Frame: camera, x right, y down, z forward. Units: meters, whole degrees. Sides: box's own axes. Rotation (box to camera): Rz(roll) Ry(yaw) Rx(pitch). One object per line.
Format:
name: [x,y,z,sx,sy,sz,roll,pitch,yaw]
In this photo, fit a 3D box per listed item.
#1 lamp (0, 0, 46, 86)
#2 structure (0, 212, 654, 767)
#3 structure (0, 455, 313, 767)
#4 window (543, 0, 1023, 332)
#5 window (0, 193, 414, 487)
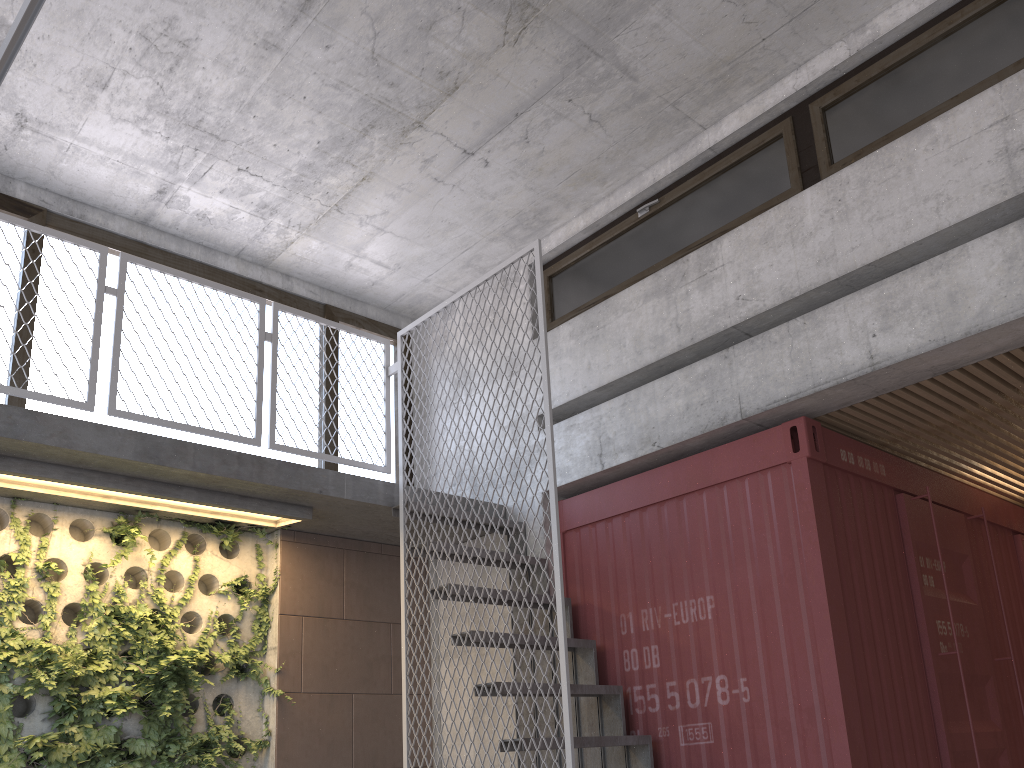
lamp: [-0.511,0.314,1.146,2.678,3.277,0.774,-16,-21,34]
structure: [-1.118,1.368,4.449,3.748,4.127,3.122,14,-25,-40]
structure: [-2.273,2.129,4.709,2.672,3.655,1.032,14,-24,-41]
window: [2.989,-1.995,3.370,0.115,0.582,8.687,11,-27,-39]
window: [-2.165,-0.035,5.957,3.632,1.672,0.113,17,-25,-40]
